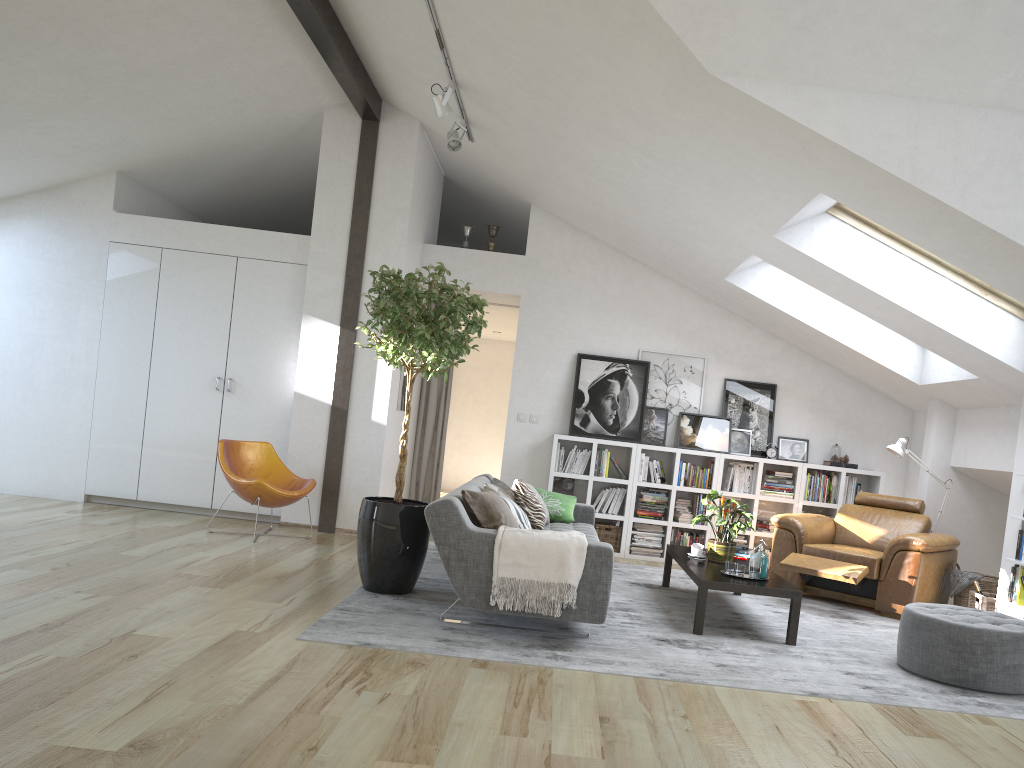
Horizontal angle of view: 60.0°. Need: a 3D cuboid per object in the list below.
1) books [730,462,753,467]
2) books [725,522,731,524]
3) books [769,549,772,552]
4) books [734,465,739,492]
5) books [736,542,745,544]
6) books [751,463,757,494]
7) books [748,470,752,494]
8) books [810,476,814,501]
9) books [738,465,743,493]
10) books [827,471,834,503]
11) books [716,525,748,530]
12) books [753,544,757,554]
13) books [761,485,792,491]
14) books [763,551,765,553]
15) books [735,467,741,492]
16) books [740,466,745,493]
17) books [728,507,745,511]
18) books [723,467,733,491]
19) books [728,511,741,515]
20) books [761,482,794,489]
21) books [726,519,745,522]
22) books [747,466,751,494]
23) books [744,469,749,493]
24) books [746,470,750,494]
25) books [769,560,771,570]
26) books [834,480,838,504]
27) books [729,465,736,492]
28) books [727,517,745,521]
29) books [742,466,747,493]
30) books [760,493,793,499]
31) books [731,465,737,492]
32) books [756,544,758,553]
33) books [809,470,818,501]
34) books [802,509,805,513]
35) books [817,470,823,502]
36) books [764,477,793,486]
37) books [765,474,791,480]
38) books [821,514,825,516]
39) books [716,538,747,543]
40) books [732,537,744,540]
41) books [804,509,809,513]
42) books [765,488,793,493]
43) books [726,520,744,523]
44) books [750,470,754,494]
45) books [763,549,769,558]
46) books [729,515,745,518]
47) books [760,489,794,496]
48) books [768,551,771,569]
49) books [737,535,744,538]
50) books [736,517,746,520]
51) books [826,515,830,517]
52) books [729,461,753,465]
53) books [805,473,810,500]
[{"bbox_3d":[2.127,0.748,8.234,0.211,0.018,0.139,6,-2,12],"label":"books"},{"bbox_3d":[2.034,1.282,8.191,0.217,0.013,0.134,7,-2,-8],"label":"books"},{"bbox_3d":[2.417,1.627,8.241,0.030,0.182,0.183,7,0,3],"label":"books"},{"bbox_3d":[2.072,0.875,8.235,0.015,0.251,0.160,7,1,9],"label":"books"},{"bbox_3d":[2.022,1.456,8.201,0.226,0.013,0.143,7,-2,0],"label":"books"},{"bbox_3d":[2.234,0.875,8.227,0.023,0.288,0.154,7,1,9],"label":"books"},{"bbox_3d":[2.200,0.904,8.222,0.012,0.223,0.141,7,1,9],"label":"books"},{"bbox_3d":[2.758,0.964,8.240,0.016,0.231,0.168,7,0,3],"label":"books"},{"bbox_3d":[2.114,0.881,8.247,0.027,0.251,0.158,7,1,9],"label":"books"},{"bbox_3d":[2.941,0.956,8.238,0.015,0.291,0.176,7,1,3],"label":"books"},{"bbox_3d":[2.024,1.315,8.201,0.285,0.025,0.146,7,-2,-14],"label":"books"},{"bbox_3d":[2.217,1.589,8.228,0.039,0.209,0.176,7,0,3],"label":"books"},{"bbox_3d":[2.438,0.961,8.210,0.262,0.026,0.182,7,-2,0],"label":"books"},{"bbox_3d":[2.303,1.623,8.229,0.023,0.160,0.161,7,0,3],"label":"books"},{"bbox_3d":[2.089,0.884,8.235,0.020,0.237,0.153,7,1,9],"label":"books"},{"bbox_3d":[2.136,0.883,8.246,0.015,0.251,0.160,7,1,9],"label":"books"},{"bbox_3d":[2.064,1.159,8.206,0.159,0.027,0.114,7,-2,-5],"label":"books"},{"bbox_3d":[2.002,0.881,8.211,0.033,0.225,0.145,6,1,-2],"label":"books"},{"bbox_3d":[2.065,1.189,8.207,0.178,0.035,0.121,7,-2,-5],"label":"books"},{"bbox_3d":[2.453,0.935,8.215,0.273,0.029,0.171,7,-2,0],"label":"books"},{"bbox_3d":[2.040,1.253,8.215,0.214,0.013,0.136,7,-2,1],"label":"books"},{"bbox_3d":[2.191,0.890,8.229,0.011,0.248,0.140,7,1,9],"label":"books"},{"bbox_3d":[2.164,0.897,8.233,0.017,0.229,0.147,7,1,9],"label":"books"},{"bbox_3d":[2.177,0.902,8.225,0.012,0.221,0.141,7,1,9],"label":"books"},{"bbox_3d":[2.389,1.633,8.226,0.023,0.160,0.161,7,0,3],"label":"books"},{"bbox_3d":[2.986,0.994,8.236,0.011,0.224,0.161,7,0,3],"label":"books"},{"bbox_3d":[2.017,0.870,8.209,0.036,0.252,0.145,6,1,-2],"label":"books"},{"bbox_3d":[2.035,1.240,8.223,0.237,0.012,0.137,6,-3,11],"label":"books"},{"bbox_3d":[2.151,0.885,8.246,0.015,0.251,0.160,7,1,9],"label":"books"},{"bbox_3d":[2.430,1.029,8.220,0.298,0.029,0.218,6,-2,5],"label":"books"},{"bbox_3d":[2.056,0.873,8.227,0.015,0.251,0.160,7,1,9],"label":"books"},{"bbox_3d":[2.255,1.596,8.246,0.036,0.204,0.198,7,0,3],"label":"books"},{"bbox_3d":[2.783,0.940,8.240,0.027,0.285,0.198,7,0,3],"label":"books"},{"bbox_3d":[2.658,1.278,8.225,0.039,0.248,0.176,7,0,3],"label":"books"},{"bbox_3d":[2.828,0.942,8.233,0.022,0.291,0.176,7,1,3],"label":"books"},{"bbox_3d":[2.458,0.900,8.215,0.255,0.046,0.157,6,-2,5],"label":"books"},{"bbox_3d":[2.454,0.863,8.211,0.222,0.030,0.141,7,-2,0],"label":"books"},{"bbox_3d":[2.857,1.319,8.238,0.030,0.217,0.183,7,0,3],"label":"books"},{"bbox_3d":[2.012,1.433,8.197,0.292,0.025,0.157,6,-2,5],"label":"books"},{"bbox_3d":[2.010,1.410,8.205,0.250,0.012,0.143,6,-3,10],"label":"books"},{"bbox_3d":[2.696,1.286,8.243,0.036,0.243,0.198,7,0,3],"label":"books"},{"bbox_3d":[2.444,0.984,8.209,0.257,0.019,0.185,7,-2,0],"label":"books"},{"bbox_3d":[2.032,1.268,8.209,0.220,0.018,0.143,6,-2,7],"label":"books"},{"bbox_3d":[2.213,0.906,8.229,0.012,0.221,0.141,7,1,9],"label":"books"},{"bbox_3d":[2.336,1.616,8.229,0.039,0.180,0.175,7,0,3],"label":"books"},{"bbox_3d":[2.054,1.213,8.204,0.189,0.021,0.131,7,-2,-15],"label":"books"},{"bbox_3d":[2.427,1.003,8.225,0.312,0.026,0.225,7,-2,0],"label":"books"},{"bbox_3d":[2.366,1.631,8.234,0.024,0.160,0.161,7,0,3],"label":"books"},{"bbox_3d":[2.027,1.397,8.205,0.224,0.012,0.144,6,-2,5],"label":"books"},{"bbox_3d":[2.046,1.228,8.206,0.212,0.013,0.139,6,-3,17],"label":"books"},{"bbox_3d":[2.910,1.327,8.236,0.028,0.210,0.171,7,0,3],"label":"books"},{"bbox_3d":[2.127,0.733,8.225,0.200,0.012,0.125,7,-2,-4],"label":"books"},{"bbox_3d":[2.715,0.948,8.238,0.014,0.254,0.183,7,0,3],"label":"books"}]
